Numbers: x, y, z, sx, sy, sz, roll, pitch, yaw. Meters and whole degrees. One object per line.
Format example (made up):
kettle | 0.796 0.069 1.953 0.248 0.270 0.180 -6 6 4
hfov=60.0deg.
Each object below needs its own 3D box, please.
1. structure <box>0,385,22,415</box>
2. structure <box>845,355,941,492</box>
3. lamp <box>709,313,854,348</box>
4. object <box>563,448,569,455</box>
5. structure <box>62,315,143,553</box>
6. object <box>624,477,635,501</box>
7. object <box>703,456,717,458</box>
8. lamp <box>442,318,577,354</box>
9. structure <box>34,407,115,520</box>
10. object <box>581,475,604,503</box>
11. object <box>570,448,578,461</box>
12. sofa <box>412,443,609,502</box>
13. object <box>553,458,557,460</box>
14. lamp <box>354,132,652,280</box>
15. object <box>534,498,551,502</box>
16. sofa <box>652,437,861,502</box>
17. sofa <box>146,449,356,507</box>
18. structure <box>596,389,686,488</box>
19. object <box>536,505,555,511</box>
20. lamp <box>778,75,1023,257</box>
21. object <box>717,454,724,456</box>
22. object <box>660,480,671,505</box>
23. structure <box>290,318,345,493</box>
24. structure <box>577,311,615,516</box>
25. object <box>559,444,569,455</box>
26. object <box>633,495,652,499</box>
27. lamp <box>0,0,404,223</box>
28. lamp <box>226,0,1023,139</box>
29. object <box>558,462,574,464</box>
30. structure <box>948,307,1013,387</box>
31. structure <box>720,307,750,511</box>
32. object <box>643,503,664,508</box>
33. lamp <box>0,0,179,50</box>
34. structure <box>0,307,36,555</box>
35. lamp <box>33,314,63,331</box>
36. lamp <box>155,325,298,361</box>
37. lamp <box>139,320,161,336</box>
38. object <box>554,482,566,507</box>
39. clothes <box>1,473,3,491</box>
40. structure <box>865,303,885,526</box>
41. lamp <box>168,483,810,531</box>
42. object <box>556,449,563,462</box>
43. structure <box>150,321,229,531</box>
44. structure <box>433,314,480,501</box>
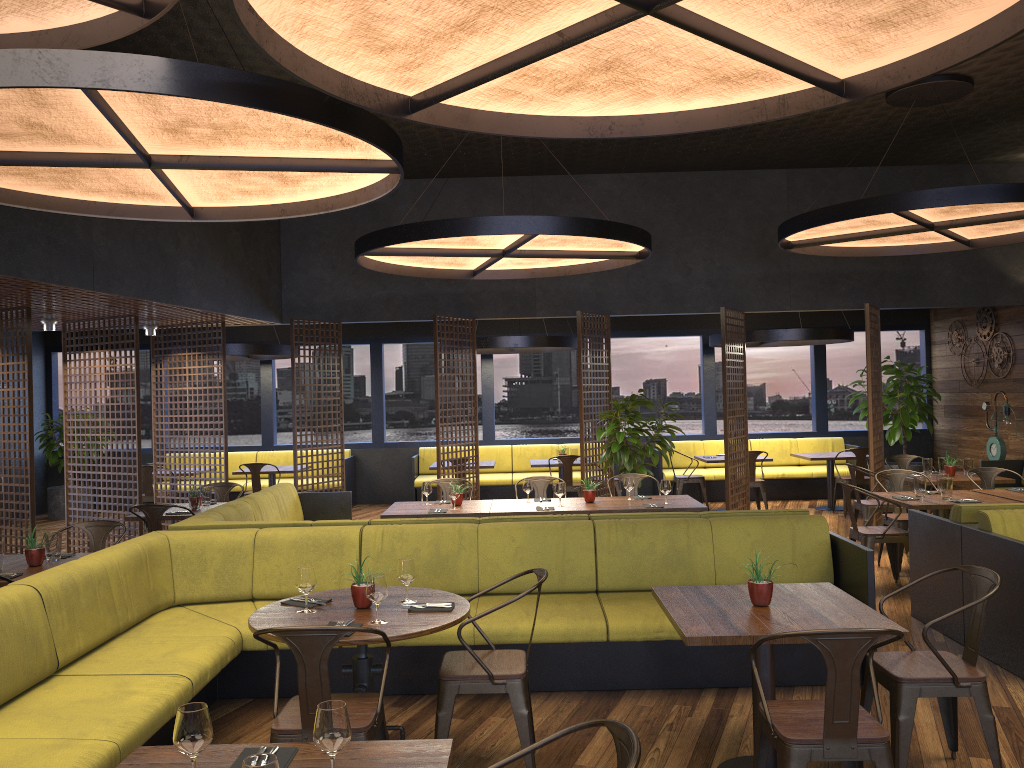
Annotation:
structure | -7.459 0.295 12.618 0.293 0.563 1.220 -1 -1 0
structure | 5.966 0.645 13.669 1.493 2.184 1.272 -1 -1 1
lamp | 3.810 -1.659 12.703 1.979 2.172 1.979 -1 -1 -15
object | 0.768 1.005 12.739 0.102 0.178 0.102 -1 -1 -14
structure | -4.629 0.616 9.997 1.319 2.700 0.050 -2 -1 30
object | 1.052 0.938 7.959 0.097 0.206 0.097 -1 -1 -44
object | 2.798 1.032 12.572 0.157 0.019 0.255 -1 -1 0
lamp | -0.036 -1.560 12.735 1.979 2.172 1.979 -1 -1 -45
structure | -6.809 1.180 13.855 1.166 1.763 0.993 -1 -1 -29
object | 0.674 0.911 7.839 0.238 0.271 0.260 -2 -1 22
object | 0.875 1.000 12.488 0.102 0.178 0.102 -1 -1 -14
sofa | 0.004 1.432 13.873 3.061 0.914 0.966 -1 -1 0
object | 0.720 1.087 12.897 0.255 0.019 0.157 -1 -1 0
lamp | -0.097 -1.906 8.416 2.778 1.475 2.778 -1 -1 1
object | 0.279 1.053 8.078 0.157 0.019 0.255 -1 -1 1
sofa | 3.792 1.336 13.842 3.061 0.914 0.966 -1 -1 0
sofa | -4.068 1.535 13.907 3.061 0.914 0.966 -1 -1 0
structure | 1.397 0.936 10.183 1.166 1.763 0.993 -1 -1 -29
object | 0.282 1.047 7.513 0.157 0.019 0.255 -1 -1 1
lamp | 3.923 -2.085 8.303 2.778 1.362 2.778 -1 -1 -35
object | 3.099 1.027 12.875 0.255 0.019 0.157 -1 -1 0
object | 1.321 0.928 7.618 0.097 0.206 0.097 -1 -1 -44
structure | -2.364 0.568 10.869 0.050 2.700 0.852 -2 -1 30
structure | 1.035 0.482 10.841 0.050 2.700 0.852 -2 -1 30
object | 0.730 0.958 12.568 0.238 0.271 0.260 -2 -1 22
object | 1.187 1.030 8.071 0.157 0.019 0.255 -1 -1 1
lamp | -2.013 -1.894 4.889 2.778 1.475 2.778 -1 -1 4
lamp | 0.449 -1.974 3.046 2.778 1.475 2.778 -1 -1 -40
object | 0.722 1.081 12.234 0.255 0.019 0.157 -1 -1 0
structure | 6.724 -0.543 12.831 0.058 1.178 1.791 -1 -1 1
structure | 2.735 0.439 10.827 0.050 2.700 0.852 -2 -1 30
object | 1.190 1.024 7.505 0.157 0.019 0.255 -1 -1 1
lamp | -2.449 -2.082 2.693 2.778 1.159 2.778 -1 -1 -39
structure | -5.240 0.621 8.959 1.319 2.700 0.050 -2 -1 30
lamp | -4.950 -0.660 9.489 0.228 0.172 0.228 -1 -1 0
lamp | -4.111 -1.457 12.769 1.979 2.172 1.979 -2 -1 7
lamp | -4.298 -0.665 10.540 0.228 0.172 0.228 -1 -1 0
object | 0.413 0.951 7.626 0.097 0.206 0.097 -1 -1 -44
clothes | -7.404 1.314 12.588 0.401 1.494 0.423 -1 -1 -4
structure | 4.434 0.397 10.813 0.050 2.700 0.852 -2 -1 30
lamp | -2.472 0.529 7.416 9.057 2.714 3.017 -1 -1 1
object | 0.670 1.004 12.393 0.102 0.178 0.102 -1 -1 -14
structure | -4.019 0.611 11.034 1.319 2.700 0.050 -2 -1 30
structure | -0.664 0.525 10.855 0.050 2.700 0.852 -2 -1 30
